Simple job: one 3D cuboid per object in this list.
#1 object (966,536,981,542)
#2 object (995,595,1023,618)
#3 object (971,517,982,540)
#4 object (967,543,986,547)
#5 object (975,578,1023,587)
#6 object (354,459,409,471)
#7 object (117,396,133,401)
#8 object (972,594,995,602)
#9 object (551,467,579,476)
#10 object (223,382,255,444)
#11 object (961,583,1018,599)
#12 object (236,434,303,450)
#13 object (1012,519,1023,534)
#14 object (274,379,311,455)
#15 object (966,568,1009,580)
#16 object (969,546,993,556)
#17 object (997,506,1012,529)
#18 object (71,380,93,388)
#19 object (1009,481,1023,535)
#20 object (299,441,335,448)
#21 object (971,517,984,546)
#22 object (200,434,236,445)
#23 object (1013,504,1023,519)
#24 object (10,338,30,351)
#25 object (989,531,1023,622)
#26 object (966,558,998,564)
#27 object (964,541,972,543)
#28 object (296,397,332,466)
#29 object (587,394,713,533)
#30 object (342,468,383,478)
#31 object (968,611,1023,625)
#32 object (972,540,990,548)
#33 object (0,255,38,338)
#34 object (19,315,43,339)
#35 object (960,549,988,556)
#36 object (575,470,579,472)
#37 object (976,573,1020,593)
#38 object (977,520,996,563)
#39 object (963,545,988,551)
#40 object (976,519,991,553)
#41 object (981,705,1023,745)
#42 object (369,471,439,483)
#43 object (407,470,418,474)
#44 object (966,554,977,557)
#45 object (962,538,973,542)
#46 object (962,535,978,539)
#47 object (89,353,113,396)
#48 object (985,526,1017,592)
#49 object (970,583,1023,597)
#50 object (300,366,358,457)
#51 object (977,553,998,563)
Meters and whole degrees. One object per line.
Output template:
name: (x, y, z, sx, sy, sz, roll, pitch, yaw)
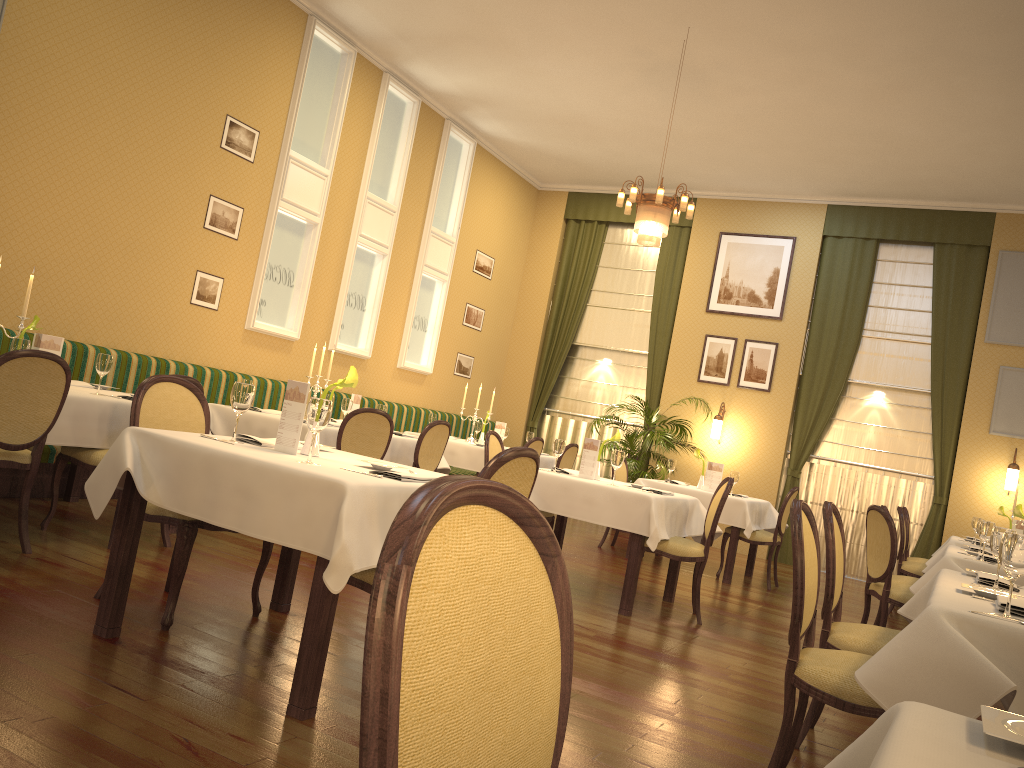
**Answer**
object: (4.418, 1.487, 8.464, 0.142, 0.033, 0.273, 9, -3, 28)
object: (1.486, 0.654, 2.571, 0.142, 0.033, 0.273, 9, -3, 28)
object: (4.335, 1.361, 8.292, 0.088, 0.229, 0.088, 11, -3, -14)
object: (3.828, 1.330, 7.345, 0.181, 0.015, 0.038, 9, -3, 29)
object: (1.973, 0.801, 3.587, 0.181, 0.015, 0.038, 9, -3, 29)
object: (-0.500, 0.319, 3.400, 0.160, 0.024, 0.160, 9, -3, 28)
object: (-2.117, 0.094, 5.120, 0.142, 0.024, 0.273, 9, -3, 28)
object: (1.528, 0.679, 2.745, 0.185, 0.010, 0.017, 9, -3, 29)
object: (0.394, 0.620, 6.269, 0.142, 0.033, 0.273, 9, -3, 28)
object: (-1.048, 0.110, 3.404, 0.088, 0.229, 0.088, 11, -3, -14)
object: (1.545, 0.683, 2.878, 0.160, 0.024, 0.160, 9, -3, 28)
object: (-0.965, 0.236, 3.576, 0.142, 0.033, 0.273, 9, -3, 28)
object: (4.554, 1.362, 7.909, 0.166, 0.277, 0.081, 11, -3, -1)
object: (-0.842, 0.126, 3.391, 0.081, 0.277, 0.166, 12, -3, -16)
object: (1.980, 0.804, 3.699, 0.160, 0.024, 0.160, 9, -3, 28)
object: (3.223, 1.149, 6.096, 0.142, 0.033, 0.273, 9, -3, 28)
object: (4.417, 1.285, 7.935, 0.076, 0.375, 0.163, 13, -3, -41)
object: (-2.725, -0.011, 5.427, 0.142, 0.033, 0.273, 9, -3, 28)
object: (4.483, 1.149, 7.710, 0.390, 0.655, 0.131, 11, -3, -7)
object: (-0.872, 0.268, 3.828, 0.160, 0.024, 0.160, 9, -3, 28)
object: (3.892, 1.236, 7.426, 0.088, 0.229, 0.088, 11, -3, -14)
object: (-1.099, 0.208, 3.321, 0.185, 0.010, 0.017, 9, -3, 29)
object: (3.222, 0.948, 5.566, 0.076, 0.375, 0.163, 13, -3, -41)
object: (-2.502, -0.116, 4.486, 0.088, 0.229, 0.088, 11, -3, -14)
object: (1.361, 0.521, 2.409, 0.088, 0.229, 0.088, 11, -3, -14)
object: (2.633, 0.992, 4.977, 0.181, 0.015, 0.038, 9, -3, 29)
object: (4.059, 1.395, 7.762, 0.185, 0.010, 0.017, 9, -3, 29)
object: (-0.684, 0.164, 3.079, 0.088, 0.229, 0.088, 11, -3, -14)
object: (1.618, 0.942, 10.889, 1.496, 1.807, 1.552, 10, -3, 8)
object: (-0.526, 0.305, 3.083, 0.185, 0.010, 0.017, 9, -3, 28)
object: (1.297, 0.614, 2.328, 0.181, 0.015, 0.038, 9, -3, 29)
object: (4.017, 1.370, 7.588, 0.142, 0.033, 0.273, 9, -3, 28)
object: (-2.788, -0.372, 4.721, 0.390, 0.655, 0.131, 13, -4, -43)
object: (-2.744, -0.212, 4.983, 0.076, 0.375, 0.163, 10, -3, 9)
object: (2.881, 1.061, 5.526, 0.160, 0.024, 0.160, 9, -3, 28)
object: (0.487, 0.653, 6.521, 0.160, 0.024, 0.160, 9, -3, 28)
object: (1.887, 0.772, 3.447, 0.142, 0.033, 0.273, 9, -3, 28)
object: (2.698, 0.898, 5.057, 0.088, 0.229, 0.088, 11, -3, -14)
object: (3.316, 1.182, 6.348, 0.160, 0.024, 0.160, 9, -3, 28)
object: (3.140, 1.023, 5.924, 0.088, 0.229, 0.088, 11, -3, -14)
object: (0.631, 0.422, 1.025, 0.160, 0.024, 0.160, 9, -3, 28)
object: (-0.382, 0.334, 3.220, 0.142, 0.024, 0.273, 9, -3, 28)
object: (-0.332, 0.357, 3.438, 0.181, 0.015, 0.038, 9, -3, 29)
object: (2.864, 1.057, 5.394, 0.185, 0.010, 0.017, 9, -3, 29)
object: (4.076, 1.398, 7.895, 0.160, 0.024, 0.160, 9, -3, 28)
object: (4.511, 1.519, 8.716, 0.160, 0.024, 0.160, 9, -3, 28)
object: (-2.274, -0.052, 4.916, 0.088, 0.229, 0.088, 11, -3, -14)
object: (1.804, 0.645, 3.275, 0.088, 0.229, 0.088, 11, -3, -14)
object: (1.753, 0.743, 3.192, 0.185, 0.010, 0.017, 9, -3, 29)
object: (-0.708, 0.102, 3.450, 0.163, 0.375, 0.076, 11, -3, 4)
object: (2.822, 1.032, 5.220, 0.142, 0.033, 0.273, 9, -3, 28)
